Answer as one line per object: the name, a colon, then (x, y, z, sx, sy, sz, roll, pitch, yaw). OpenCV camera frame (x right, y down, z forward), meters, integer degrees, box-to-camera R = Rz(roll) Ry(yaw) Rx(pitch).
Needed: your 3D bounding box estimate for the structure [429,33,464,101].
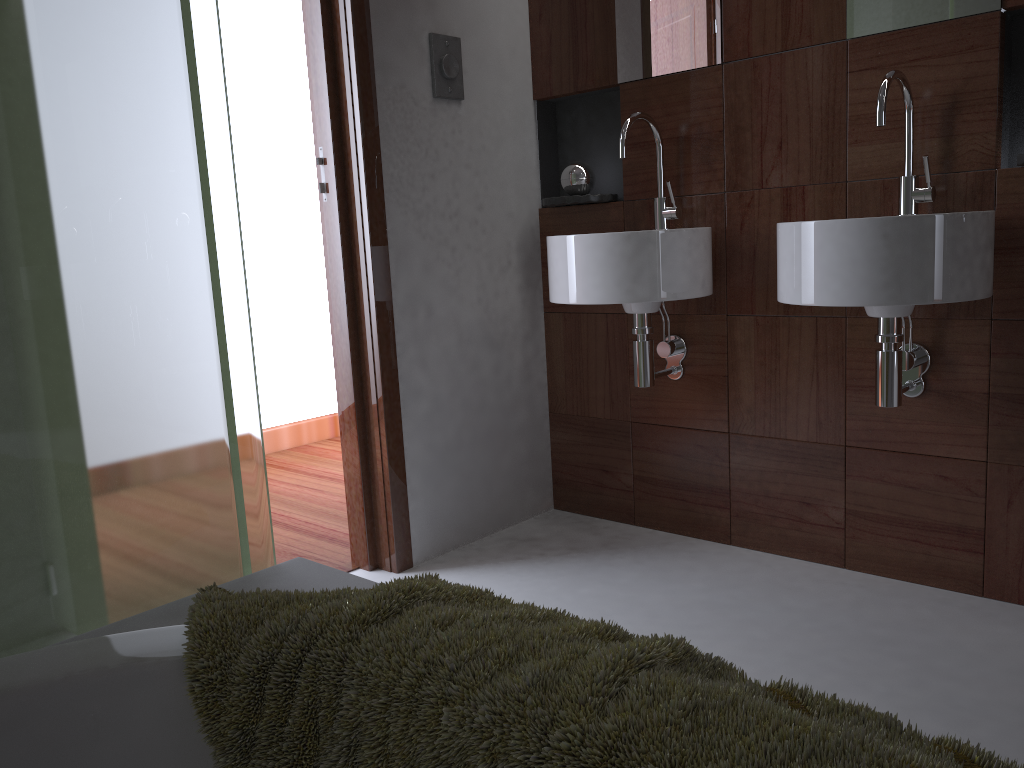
structure: (-0.172, -0.850, 2.378, 0.028, 0.164, 0.109, 5, 12, 42)

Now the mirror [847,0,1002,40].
mirror: (0.866, -1.089, 1.868, 0.316, 0.635, 0.010, 5, 12, 42)

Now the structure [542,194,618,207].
structure: (0.200, -0.538, 2.599, 0.222, 0.023, 0.220, -3, 9, 2)

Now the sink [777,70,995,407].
sink: (0.769, -0.289, 1.847, 0.415, 0.715, 0.417, 5, 12, 42)

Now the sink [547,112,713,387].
sink: (0.299, -0.330, 2.267, 0.415, 0.715, 0.417, 5, 12, 42)

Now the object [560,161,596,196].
object: (0.656, -0.553, 2.162, 1.350, 0.104, 0.104, 5, 12, 42)

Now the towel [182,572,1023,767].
towel: (0.051, 0.447, 0.794, 0.890, 0.452, 0.349, 4, 12, 36)

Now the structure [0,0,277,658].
structure: (-0.967, -0.276, 0.994, 0.765, 2.079, 1.015, 5, 12, 42)

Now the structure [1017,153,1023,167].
structure: (1.132, -0.455, 1.765, 0.220, 0.023, 0.222, 3, 11, 32)

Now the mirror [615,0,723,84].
mirror: (0.394, -1.131, 2.290, 0.316, 0.635, 0.010, 5, 12, 42)

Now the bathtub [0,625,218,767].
bathtub: (0.026, 0.552, 0.287, 1.683, 0.424, 0.881, 5, 12, 42)
